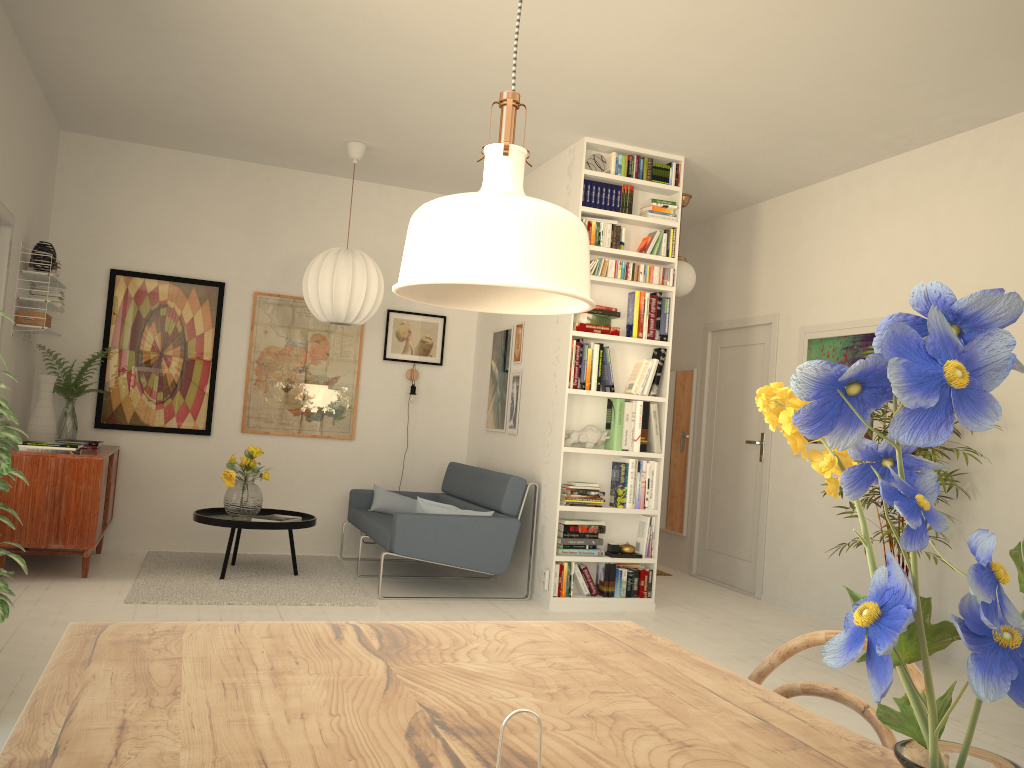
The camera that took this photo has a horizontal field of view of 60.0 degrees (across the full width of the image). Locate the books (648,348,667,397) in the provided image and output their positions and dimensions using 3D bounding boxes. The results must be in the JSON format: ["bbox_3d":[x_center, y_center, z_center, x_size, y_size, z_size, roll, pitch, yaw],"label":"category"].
[{"bbox_3d":[0.910,-0.073,5.738,0.092,0.319,0.179,6,-3,-20],"label":"books"}]

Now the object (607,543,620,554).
[{"bbox_3d":[0.637,1.033,5.572,0.058,0.055,0.058,5,-3,-20],"label":"object"}]

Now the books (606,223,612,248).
[{"bbox_3d":[0.571,-0.922,5.636,0.035,0.158,0.199,6,-3,-20],"label":"books"}]

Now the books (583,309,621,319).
[{"bbox_3d":[0.501,-0.446,5.617,0.314,0.035,0.205,5,-3,-20],"label":"books"}]

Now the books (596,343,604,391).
[{"bbox_3d":[0.521,-0.103,5.582,0.033,0.306,0.150,6,-3,-20],"label":"books"}]

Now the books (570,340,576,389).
[{"bbox_3d":[0.341,-0.117,5.538,0.015,0.301,0.207,6,-3,-20],"label":"books"}]

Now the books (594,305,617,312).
[{"bbox_3d":[0.498,-0.476,5.609,0.266,0.026,0.203,6,-3,-30],"label":"books"}]

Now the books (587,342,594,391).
[{"bbox_3d":[0.457,-0.105,5.582,0.020,0.304,0.193,6,-3,-20],"label":"books"}]

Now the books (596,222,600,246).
[{"bbox_3d":[0.502,-0.929,5.619,0.024,0.155,0.188,6,-3,-20],"label":"books"}]

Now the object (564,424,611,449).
[{"bbox_3d":[0.464,0.325,5.529,0.311,0.150,0.137,5,-3,-12],"label":"object"}]

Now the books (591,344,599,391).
[{"bbox_3d":[0.487,-0.099,5.577,0.032,0.291,0.189,6,-3,-20],"label":"books"}]

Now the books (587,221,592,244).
[{"bbox_3d":[0.444,-0.931,5.586,0.030,0.149,0.202,6,-3,-20],"label":"books"}]

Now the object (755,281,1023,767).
[{"bbox_3d":[0.166,0.160,0.337,0.206,0.389,0.144,3,-4,32],"label":"object"}]

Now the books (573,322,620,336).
[{"bbox_3d":[0.500,-0.336,5.591,0.300,0.056,0.202,5,-3,-20],"label":"books"}]

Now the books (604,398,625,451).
[{"bbox_3d":[0.631,0.256,5.627,0.056,0.328,0.228,6,-3,-20],"label":"books"}]

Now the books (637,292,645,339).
[{"bbox_3d":[0.791,-0.432,5.716,0.039,0.302,0.199,6,-3,-20],"label":"books"}]

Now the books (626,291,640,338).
[{"bbox_3d":[0.756,-0.437,5.710,0.032,0.300,0.200,6,-3,-20],"label":"books"}]

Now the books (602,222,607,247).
[{"bbox_3d":[0.539,-0.926,5.633,0.028,0.160,0.222,6,-3,-20],"label":"books"}]

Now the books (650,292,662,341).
[{"bbox_3d":[0.910,-0.429,5.748,0.039,0.317,0.161,6,-3,-20],"label":"books"}]

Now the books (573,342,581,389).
[{"bbox_3d":[0.366,-0.110,5.540,0.032,0.291,0.203,6,-3,-20],"label":"books"}]

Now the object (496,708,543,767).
[{"bbox_3d":[0.004,0.286,0.588,0.095,0.138,0.155,6,-3,-20],"label":"object"}]

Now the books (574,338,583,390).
[{"bbox_3d":[0.391,-0.121,5.549,0.021,0.317,0.179,6,-3,-20],"label":"books"}]

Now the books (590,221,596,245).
[{"bbox_3d":[0.472,-0.931,5.591,0.023,0.152,0.199,6,-3,-20],"label":"books"}]

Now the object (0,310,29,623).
[{"bbox_3d":[-1.781,0.364,2.739,0.569,1.425,0.513,3,-3,23],"label":"object"}]

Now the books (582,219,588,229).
[{"bbox_3d":[0.416,-0.939,5.573,0.034,0.162,0.197,6,-3,-20],"label":"books"}]

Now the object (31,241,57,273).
[{"bbox_3d":[-2.829,-0.762,5.357,0.139,0.200,0.139,3,-3,24],"label":"object"}]

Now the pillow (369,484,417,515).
[{"bbox_3d":[-0.818,0.904,6.661,0.539,0.277,0.157,5,-3,-18],"label":"pillow"}]

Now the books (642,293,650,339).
[{"bbox_3d":[0.823,-0.429,5.723,0.029,0.301,0.185,6,-3,-20],"label":"books"}]

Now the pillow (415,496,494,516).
[{"bbox_3d":[-0.383,0.871,5.462,0.533,0.354,0.141,5,-3,-20],"label":"pillow"}]

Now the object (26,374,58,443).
[{"bbox_3d":[-2.836,0.167,5.371,0.160,0.446,0.158,3,-3,20],"label":"object"}]

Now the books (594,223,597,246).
[{"bbox_3d":[0.484,-0.928,5.611,0.013,0.149,0.208,6,-3,-20],"label":"books"}]

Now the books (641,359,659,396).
[{"bbox_3d":[0.856,-0.039,5.725,0.092,0.244,0.196,6,-3,-20],"label":"books"}]

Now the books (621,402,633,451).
[{"bbox_3d":[0.686,0.272,5.650,0.065,0.311,0.199,6,-3,-20],"label":"books"}]

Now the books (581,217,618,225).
[{"bbox_3d":[0.520,-1.019,5.626,0.255,0.022,0.189,5,-3,-10],"label":"books"}]

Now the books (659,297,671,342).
[{"bbox_3d":[0.954,-0.411,5.762,0.054,0.289,0.179,6,-3,-20],"label":"books"}]

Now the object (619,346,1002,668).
[{"bbox_3d":[1.649,0.594,5.051,0.778,1.712,2.088,7,-4,-39],"label":"object"}]

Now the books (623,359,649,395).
[{"bbox_3d":[0.791,-0.043,5.669,0.115,0.232,0.133,6,-3,-20],"label":"books"}]

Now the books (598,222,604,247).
[{"bbox_3d":[0.524,-0.927,5.610,0.012,0.155,0.208,6,-3,-20],"label":"books"}]

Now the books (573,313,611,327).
[{"bbox_3d":[0.499,-0.395,5.602,0.128,0.064,0.268,2,-4,40],"label":"books"}]

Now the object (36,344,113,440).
[{"bbox_3d":[-2.964,0.066,6.008,0.476,0.686,0.398,5,-3,-18],"label":"object"}]

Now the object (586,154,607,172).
[{"bbox_3d":[0.531,-1.382,5.578,0.131,0.131,0.131,6,-3,-24],"label":"object"}]

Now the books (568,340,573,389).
[{"bbox_3d":[0.322,-0.119,5.538,0.021,0.301,0.222,6,-3,-20],"label":"books"}]

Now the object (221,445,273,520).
[{"bbox_3d":[-1.725,0.630,5.703,0.291,0.471,0.361,3,-3,18],"label":"object"}]

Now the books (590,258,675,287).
[{"bbox_3d":[0.679,-0.704,5.677,0.664,0.110,0.278,5,-3,-20],"label":"books"}]

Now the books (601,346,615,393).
[{"bbox_3d":[0.576,-0.089,5.614,0.093,0.288,0.200,6,-3,-20],"label":"books"}]

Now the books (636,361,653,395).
[{"bbox_3d":[0.822,-0.037,5.688,0.105,0.225,0.138,6,-3,-20],"label":"books"}]

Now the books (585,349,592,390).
[{"bbox_3d":[0.441,-0.087,5.557,0.024,0.260,0.199,6,-3,-20],"label":"books"}]

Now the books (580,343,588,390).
[{"bbox_3d":[0.415,-0.105,5.555,0.030,0.289,0.200,6,-3,-20],"label":"books"}]

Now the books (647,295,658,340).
[{"bbox_3d":[0.866,-0.420,5.731,0.059,0.291,0.182,6,-3,-20],"label":"books"}]
